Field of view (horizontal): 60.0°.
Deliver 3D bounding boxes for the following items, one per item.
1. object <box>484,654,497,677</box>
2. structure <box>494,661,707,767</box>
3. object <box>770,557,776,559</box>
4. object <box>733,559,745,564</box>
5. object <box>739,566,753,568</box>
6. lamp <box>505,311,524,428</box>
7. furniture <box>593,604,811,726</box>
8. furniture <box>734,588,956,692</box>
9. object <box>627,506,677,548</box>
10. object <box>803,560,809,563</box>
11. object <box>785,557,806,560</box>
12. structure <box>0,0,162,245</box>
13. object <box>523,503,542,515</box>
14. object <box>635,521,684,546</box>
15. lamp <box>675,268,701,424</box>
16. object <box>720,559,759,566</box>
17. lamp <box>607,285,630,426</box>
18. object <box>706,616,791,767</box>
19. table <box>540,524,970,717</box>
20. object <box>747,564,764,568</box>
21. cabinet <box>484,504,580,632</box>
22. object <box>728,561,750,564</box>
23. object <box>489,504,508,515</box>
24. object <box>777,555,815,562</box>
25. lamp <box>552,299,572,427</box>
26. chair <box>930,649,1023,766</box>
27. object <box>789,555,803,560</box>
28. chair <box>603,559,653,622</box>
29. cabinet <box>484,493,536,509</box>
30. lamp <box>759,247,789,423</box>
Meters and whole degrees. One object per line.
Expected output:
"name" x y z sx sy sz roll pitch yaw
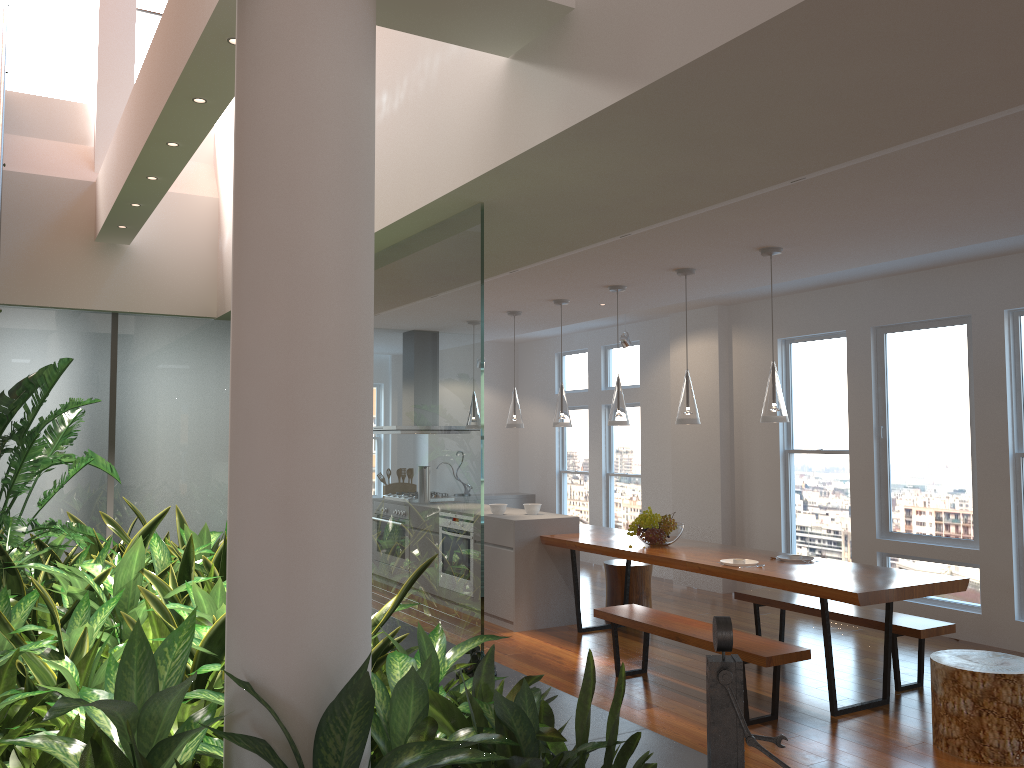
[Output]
"object" -0.167 1.252 4.033 0.181 0.155 0.216 -2 -4 24
"structure" -1.230 1.473 3.192 3.088 0.386 5.584 2 -4 -30
"object" 1.660 1.076 5.508 0.149 0.014 0.044 2 -4 -29
"object" 1.341 1.050 5.235 0.079 0.030 0.070 -2 -4 23
"object" 1.382 1.058 5.140 0.164 0.006 0.017 2 -4 -25
"lamp" 0.022 -0.157 7.536 0.160 1.060 0.160 0 -4 -3
"furniture" 1.007 1.564 4.991 0.316 0.389 1.433 2 -4 -30
"furniture" 2.037 1.598 5.593 0.316 0.389 1.433 2 -4 -30
"object" 0.990 0.989 6.181 0.292 0.284 0.394 -2 -4 24
"object" 1.794 1.060 5.321 0.158 0.017 0.019 2 -4 -35
"object" 1.729 1.070 5.406 0.124 0.011 0.124 -3 -5 42
"structure" -1.752 -0.580 3.783 2.552 4.265 4.591 2 -4 -30
"object" 0.166 1.021 7.227 0.152 0.082 0.152 -1 -4 20
"object" 1.020 1.052 6.178 0.360 0.159 0.360 -2 -4 23
"lamp" 1.117 -0.273 5.667 0.160 1.060 0.160 0 -4 -3
"object" 1.341 1.057 5.235 0.222 0.020 0.222 -1 -4 10
"lamp" 0.752 -0.234 6.290 0.160 1.060 0.160 0 -4 -3
"object" 0.685 0.958 2.558 0.318 0.565 0.134 0 -4 6
"table" 0.530 1.529 7.040 0.893 0.704 5.996 2 -4 -30
"object" 1.397 1.052 5.112 0.149 0.014 0.044 2 -4 -32
"cabinet" -0.464 1.531 8.079 0.597 0.832 2.936 2 -4 -30
"object" 1.341 1.061 5.234 0.124 0.011 0.124 0 -4 -9
"object" -0.112 1.020 7.208 0.152 0.082 0.152 -1 -4 9
"object" 1.729 1.066 5.406 0.222 0.020 0.222 3 -4 -38
"lamp" 0.387 -0.196 6.913 0.160 1.060 0.160 0 -4 -3
"chair" 2.218 1.500 4.151 0.460 0.400 0.460 1 -4 -20
"object" 1.729 1.060 5.406 0.079 0.030 0.070 -1 -4 13
"chair" 0.937 1.663 7.122 0.396 0.455 0.402 3 -5 -40
"cabinet" -0.367 1.768 11.198 1.309 0.725 0.420 2 -4 -30
"lamp" 1.482 -0.312 5.044 0.160 1.060 0.160 0 -4 -3
